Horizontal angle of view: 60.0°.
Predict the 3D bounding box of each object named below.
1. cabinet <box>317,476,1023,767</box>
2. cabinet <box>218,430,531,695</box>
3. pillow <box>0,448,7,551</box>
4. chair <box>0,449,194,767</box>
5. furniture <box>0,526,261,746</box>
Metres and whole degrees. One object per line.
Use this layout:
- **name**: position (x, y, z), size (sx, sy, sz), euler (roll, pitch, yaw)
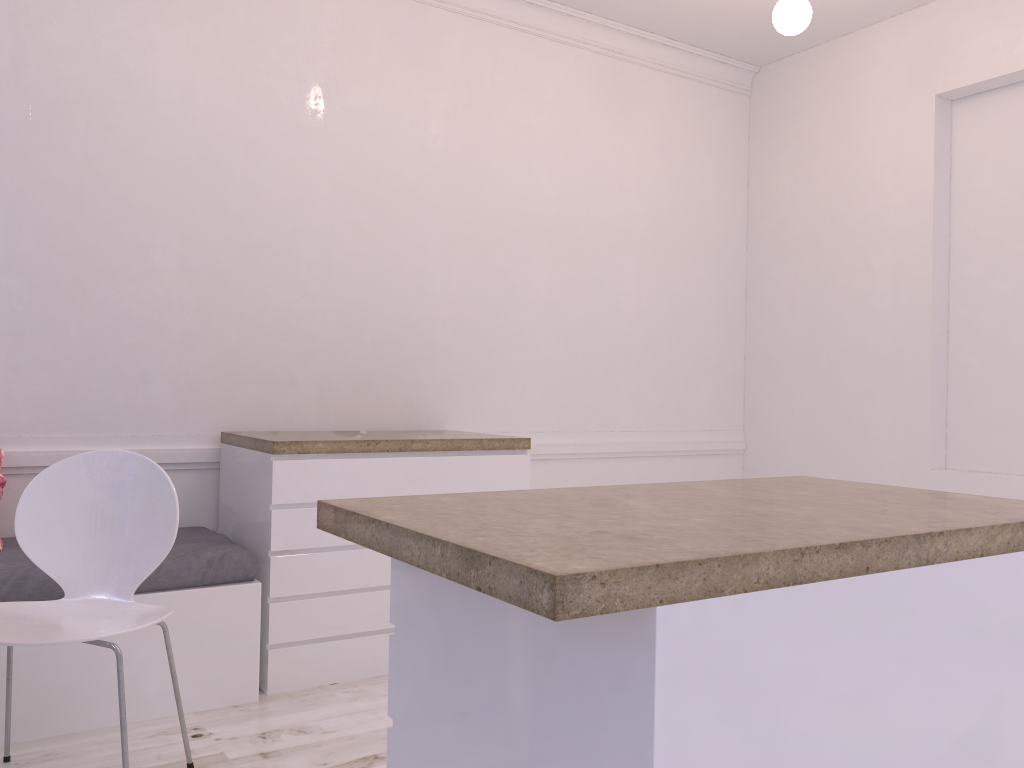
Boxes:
- **cabinet**: position (0.348, 0.621, 1.454), size (1.167, 0.842, 0.654), euler (2, -1, -33)
- **cabinet**: position (-0.546, 0.622, 3.504), size (1.036, 0.842, 0.654), euler (2, -1, -33)
- **pillow**: position (-1.906, 0.324, 2.752), size (0.587, 0.424, 0.491), euler (2, -1, -30)
- **chair**: position (-1.107, 0.597, 2.183), size (0.604, 0.845, 0.483), euler (1, -1, 2)
- **furniture**: position (-2.383, 0.739, 2.270), size (3.296, 0.508, 0.769), euler (2, -1, -33)
